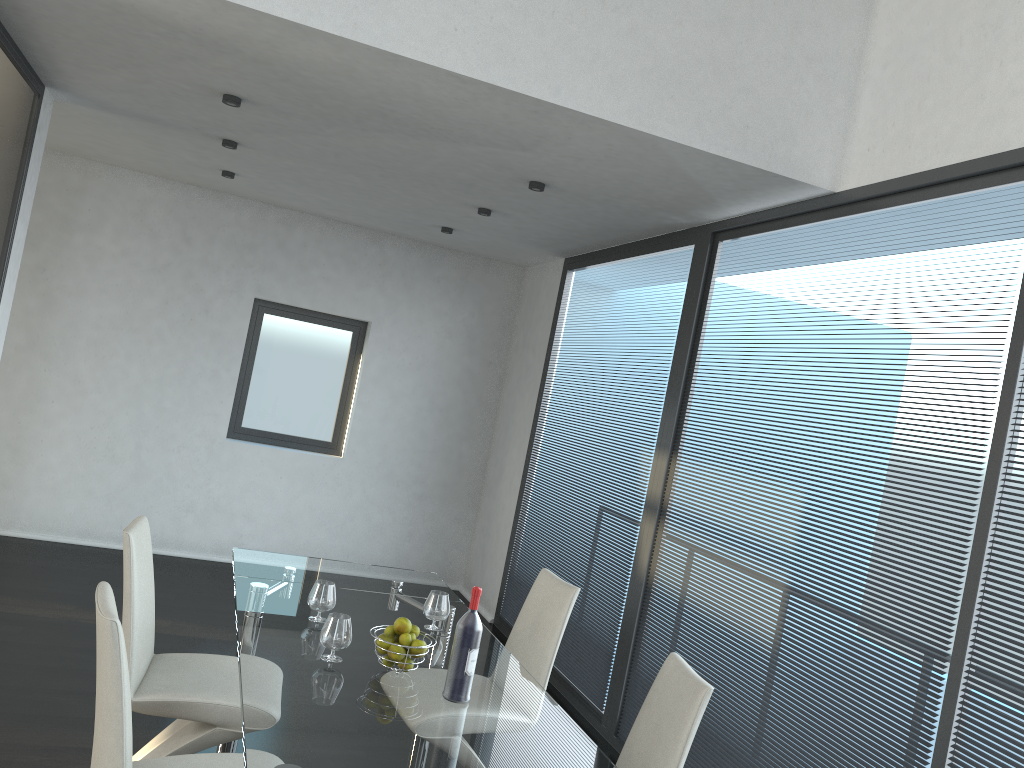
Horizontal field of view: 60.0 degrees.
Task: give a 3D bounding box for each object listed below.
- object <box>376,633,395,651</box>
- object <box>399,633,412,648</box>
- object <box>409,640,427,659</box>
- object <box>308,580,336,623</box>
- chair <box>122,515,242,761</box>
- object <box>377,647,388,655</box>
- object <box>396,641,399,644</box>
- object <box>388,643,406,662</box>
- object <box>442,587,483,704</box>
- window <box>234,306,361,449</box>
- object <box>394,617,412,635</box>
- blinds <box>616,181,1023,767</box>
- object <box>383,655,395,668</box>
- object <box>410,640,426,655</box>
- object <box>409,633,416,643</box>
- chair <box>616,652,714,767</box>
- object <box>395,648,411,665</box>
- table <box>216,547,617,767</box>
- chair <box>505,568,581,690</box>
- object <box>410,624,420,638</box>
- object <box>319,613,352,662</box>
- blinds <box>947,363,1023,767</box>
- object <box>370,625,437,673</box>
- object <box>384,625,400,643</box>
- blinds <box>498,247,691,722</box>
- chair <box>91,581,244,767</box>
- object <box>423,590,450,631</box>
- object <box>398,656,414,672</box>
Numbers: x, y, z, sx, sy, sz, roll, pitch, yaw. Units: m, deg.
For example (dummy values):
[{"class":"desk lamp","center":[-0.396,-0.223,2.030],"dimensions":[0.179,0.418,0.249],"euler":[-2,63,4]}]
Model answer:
[{"class":"object","center":[-0.381,0.779,2.671],"dimensions":[0.055,0.048,0.054],"euler":[12,-1,-25]},{"class":"object","center":[-0.321,0.771,2.666],"dimensions":[0.040,0.043,0.044],"euler":[11,-1,-4]},{"class":"object","center":[-0.287,0.809,2.706],"dimensions":[0.058,0.058,0.058],"euler":[10,-1,39]},{"class":"object","center":[-0.659,0.752,3.075],"dimensions":[0.098,0.132,0.098],"euler":[11,-1,1]},{"class":"chair","center":[-1.091,0.993,3.042],"dimensions":[0.612,0.959,0.471],"euler":[11,-1,-13]},{"class":"object","center":[-0.390,0.807,2.712],"dimensions":[0.045,0.042,0.045],"euler":[12,-1,-24]},{"class":"object","center":[-0.343,0.797,2.757],"dimensions":[0.047,0.045,0.047],"euler":[11,-1,-14]},{"class":"object","center":[-0.344,0.801,2.647],"dimensions":[0.054,0.055,0.053],"euler":[10,-1,36]},{"class":"object","center":[-0.131,0.748,2.559],"dimensions":[0.082,0.326,0.082],"euler":[11,-1,2]},{"class":"window","center":[-1.691,-0.043,7.008],"dimensions":[0.800,1.000,0.050],"euler":[11,-1,-18]},{"class":"object","center":[-0.333,0.739,2.703],"dimensions":[0.055,0.056,0.055],"euler":[11,-1,-18]},{"class":"blinds","center":[1.065,0.570,3.568],"dimensions":[0.018,2.537,1.874],"euler":[11,-1,-18]},{"class":"object","center":[-0.373,0.840,2.686],"dimensions":[0.038,0.038,0.038],"euler":[11,-1,-15]},{"class":"object","center":[-0.282,0.792,2.663],"dimensions":[0.047,0.048,0.047],"euler":[10,-1,34]},{"class":"object","center":[-0.315,0.780,2.718],"dimensions":[0.040,0.038,0.040],"euler":[10,-1,43]},{"class":"chair","center":[0.146,1.226,2.474],"dimensions":[0.612,0.959,0.471],"euler":[11,-1,-8]},{"class":"object","center":[-0.341,0.836,2.727],"dimensions":[0.061,0.056,0.059],"euler":[11,-1,27]},{"class":"table","center":[-0.444,1.230,2.774],"dimensions":[0.940,0.731,2.720],"euler":[11,-1,-18]},{"class":"chair","center":[-0.151,1.184,3.382],"dimensions":[0.612,0.959,0.471],"euler":[12,-1,-23]},{"class":"object","center":[-0.310,0.769,2.757],"dimensions":[0.047,0.045,0.047],"euler":[11,-1,-18]},{"class":"object","center":[-0.536,0.770,2.696],"dimensions":[0.098,0.132,0.098],"euler":[11,-1,1]},{"class":"blinds","center":[1.673,0.658,1.721],"dimensions":[0.018,2.537,1.874],"euler":[11,-1,-18]},{"class":"object","center":[-0.340,0.818,2.698],"dimensions":[0.206,0.105,0.206],"euler":[11,-1,27]},{"class":"object","center":[-0.369,0.769,2.726],"dimensions":[0.050,0.054,0.055],"euler":[10,-1,41]},{"class":"blinds","center":[0.432,0.479,5.492],"dimensions":[0.018,2.537,1.787],"euler":[11,-1,-18]},{"class":"chair","center":[-0.814,1.033,2.245],"dimensions":[0.612,0.959,0.471],"euler":[12,-1,-28]},{"class":"object","center":[-0.278,0.831,3.254],"dimensions":[0.098,0.132,0.098],"euler":[11,-1,1]},{"class":"object","center":[-0.320,0.844,2.676],"dimensions":[0.048,0.048,0.048],"euler":[11,-1,-7]}]
